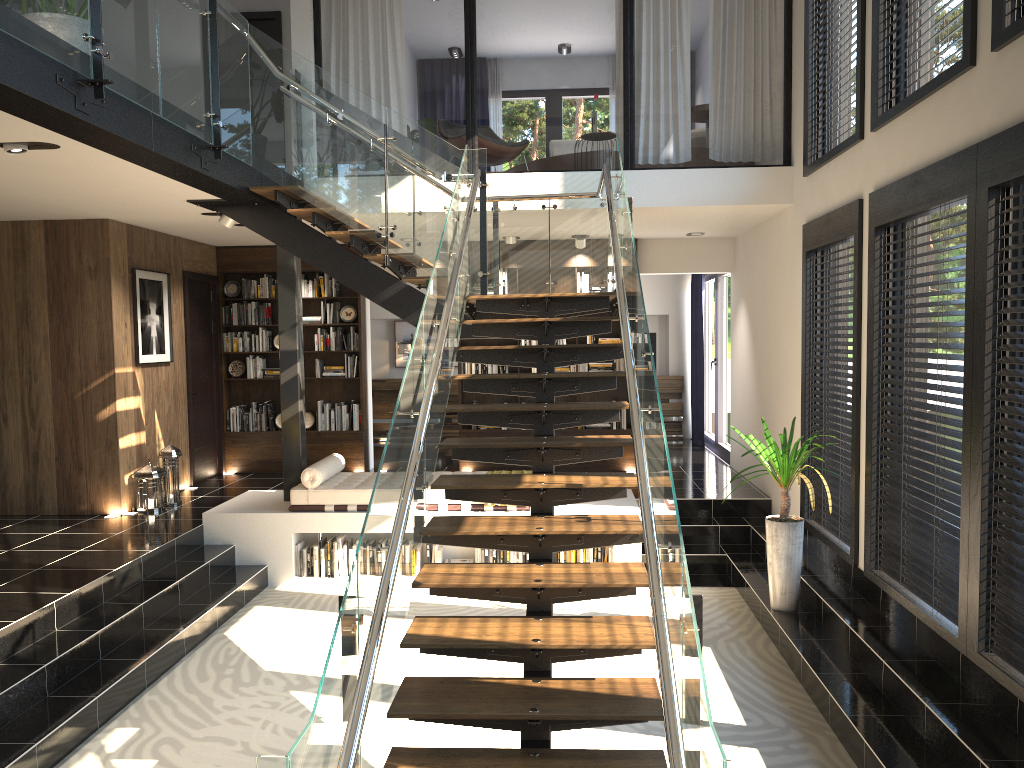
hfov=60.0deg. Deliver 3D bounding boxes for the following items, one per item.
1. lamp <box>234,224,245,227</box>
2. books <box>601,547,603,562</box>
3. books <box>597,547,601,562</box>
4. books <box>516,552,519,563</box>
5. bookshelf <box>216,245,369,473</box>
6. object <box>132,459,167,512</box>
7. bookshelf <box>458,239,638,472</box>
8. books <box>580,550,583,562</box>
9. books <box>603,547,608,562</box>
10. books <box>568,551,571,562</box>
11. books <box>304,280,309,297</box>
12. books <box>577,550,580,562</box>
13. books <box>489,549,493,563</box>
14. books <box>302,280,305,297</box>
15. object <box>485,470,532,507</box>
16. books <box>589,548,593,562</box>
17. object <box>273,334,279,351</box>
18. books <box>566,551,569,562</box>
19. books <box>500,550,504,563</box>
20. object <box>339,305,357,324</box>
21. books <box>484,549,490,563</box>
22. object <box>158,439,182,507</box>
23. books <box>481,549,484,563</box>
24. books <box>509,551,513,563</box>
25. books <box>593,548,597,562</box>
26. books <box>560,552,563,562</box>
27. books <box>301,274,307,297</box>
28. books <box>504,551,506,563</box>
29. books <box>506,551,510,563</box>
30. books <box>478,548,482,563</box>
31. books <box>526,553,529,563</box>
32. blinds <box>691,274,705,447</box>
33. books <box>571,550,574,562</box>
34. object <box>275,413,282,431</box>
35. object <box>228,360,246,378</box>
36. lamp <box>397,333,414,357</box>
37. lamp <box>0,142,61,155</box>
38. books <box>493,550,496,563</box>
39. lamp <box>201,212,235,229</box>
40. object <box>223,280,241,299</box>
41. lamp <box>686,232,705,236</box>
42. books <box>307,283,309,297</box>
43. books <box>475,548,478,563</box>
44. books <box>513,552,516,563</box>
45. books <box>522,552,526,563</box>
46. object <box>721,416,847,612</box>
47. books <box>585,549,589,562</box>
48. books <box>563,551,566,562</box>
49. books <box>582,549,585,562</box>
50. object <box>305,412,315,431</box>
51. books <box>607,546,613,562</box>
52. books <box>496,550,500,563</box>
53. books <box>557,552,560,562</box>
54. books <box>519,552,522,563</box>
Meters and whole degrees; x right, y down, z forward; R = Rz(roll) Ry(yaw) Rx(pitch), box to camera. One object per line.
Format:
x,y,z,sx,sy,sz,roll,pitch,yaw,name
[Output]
-2.504,-1.550,8.533,0.346,0.231,0.195,-1,4,3,lamp
0.781,1.518,7.706,0.019,0.255,0.180,-1,4,3,books
0.756,1.510,7.694,0.030,0.273,0.185,-1,4,3,books
0.055,1.539,7.772,0.026,0.226,0.132,-1,4,3,books
-2.603,-0.284,10.586,1.703,2.685,0.273,-1,4,3,bookshelf
-3.414,0.947,8.366,0.262,0.484,0.262,-1,4,3,object
0.417,-0.314,10.405,2.090,2.685,0.273,-1,4,3,bookshelf
0.598,1.526,7.687,0.024,0.246,0.211,-1,4,3,books
0.813,1.502,7.708,0.043,0.287,0.147,-1,4,4,books
0.504,1.506,7.714,0.025,0.285,0.164,-1,4,3,books
-2.424,-1.127,10.537,0.027,0.208,0.202,-1,3,3,books
0.577,1.540,7.722,0.022,0.216,0.137,-1,4,3,books
-0.175,1.513,7.778,0.030,0.284,0.176,-1,4,3,books
-2.448,-1.130,10.521,0.019,0.216,0.214,-1,3,3,books
-0.020,1.086,8.118,0.466,0.511,1.165,-1,3,3,object
0.684,1.505,7.694,0.028,0.285,0.210,-1,4,3,books
-2.743,-0.499,10.569,0.212,0.222,0.082,-1,4,3,object
0.481,1.498,7.717,0.021,0.302,0.167,-1,4,3,books
-0.085,1.502,7.757,0.035,0.305,0.151,-1,4,3,books
-1.935,-0.822,10.482,0.212,0.222,0.082,-1,4,3,object
-0.214,1.499,7.746,0.043,0.317,0.209,-1,4,3,books
-3.302,0.854,8.584,0.182,0.643,0.182,-1,4,3,object
-0.246,1.543,7.779,0.027,0.226,0.165,-1,4,3,books
-0.003,1.519,7.746,0.027,0.271,0.187,-1,4,3,books
0.720,1.482,7.705,0.042,0.329,0.205,-1,4,3,books
0.433,1.483,7.707,0.028,0.335,0.205,-1,4,3,books
-2.467,-1.157,10.469,0.011,0.276,0.287,-1,3,3,books
-0.052,1.517,7.790,0.026,0.270,0.128,-1,4,3,books
-0.030,1.512,7.726,0.026,0.287,0.204,-1,4,3,books
-0.275,1.521,7.763,0.030,0.274,0.168,-1,4,3,books
0.143,1.527,7.727,0.036,0.253,0.177,-1,4,3,books
2.694,-0.459,12.971,0.161,2.773,1.079,-1,4,2,blinds
0.528,1.525,7.691,0.025,0.249,0.208,-1,4,3,books
-2.732,0.447,10.612,0.212,0.222,0.082,-1,4,3,object
-3.296,-0.177,10.624,0.212,0.222,0.082,-1,4,3,object
-1.560,-0.436,13.930,0.470,0.726,0.469,-1,4,-4,lamp
-2.717,-1.384,4.976,0.346,0.177,0.195,-1,3,3,lamp
-0.146,1.522,7.750,0.029,0.269,0.172,-1,4,3,books
-2.549,-1.493,7.763,0.346,0.263,0.195,-1,4,3,lamp
-3.324,-1.121,10.537,0.212,0.222,0.082,-1,4,3,object
2.032,-1.717,9.824,0.195,0.158,0.346,-1,3,3,lamp
-2.394,-1.109,10.533,0.034,0.171,0.158,-1,3,3,books
-0.301,1.525,7.792,0.026,0.263,0.156,-1,4,3,books
0.026,1.490,7.762,0.029,0.326,0.152,-1,4,3,books
0.109,1.494,7.743,0.033,0.318,0.152,-1,4,3,books
1.906,0.923,6.259,0.876,1.339,0.829,-1,4,-8,object
0.652,1.505,7.715,0.039,0.284,0.199,-1,4,3,books
0.459,1.508,7.716,0.023,0.283,0.175,-1,4,3,books
0.621,1.525,7.692,0.021,0.248,0.197,-1,4,3,books
-2.458,0.444,10.591,0.212,0.222,0.082,-1,4,3,object
0.851,1.515,7.669,0.037,0.264,0.271,-1,3,3,books
-0.117,1.521,7.757,0.029,0.268,0.146,-1,4,3,books
0.408,1.507,7.743,0.026,0.284,0.176,-1,4,3,books
0.080,1.537,7.752,0.028,0.231,0.158,-1,4,3,books
